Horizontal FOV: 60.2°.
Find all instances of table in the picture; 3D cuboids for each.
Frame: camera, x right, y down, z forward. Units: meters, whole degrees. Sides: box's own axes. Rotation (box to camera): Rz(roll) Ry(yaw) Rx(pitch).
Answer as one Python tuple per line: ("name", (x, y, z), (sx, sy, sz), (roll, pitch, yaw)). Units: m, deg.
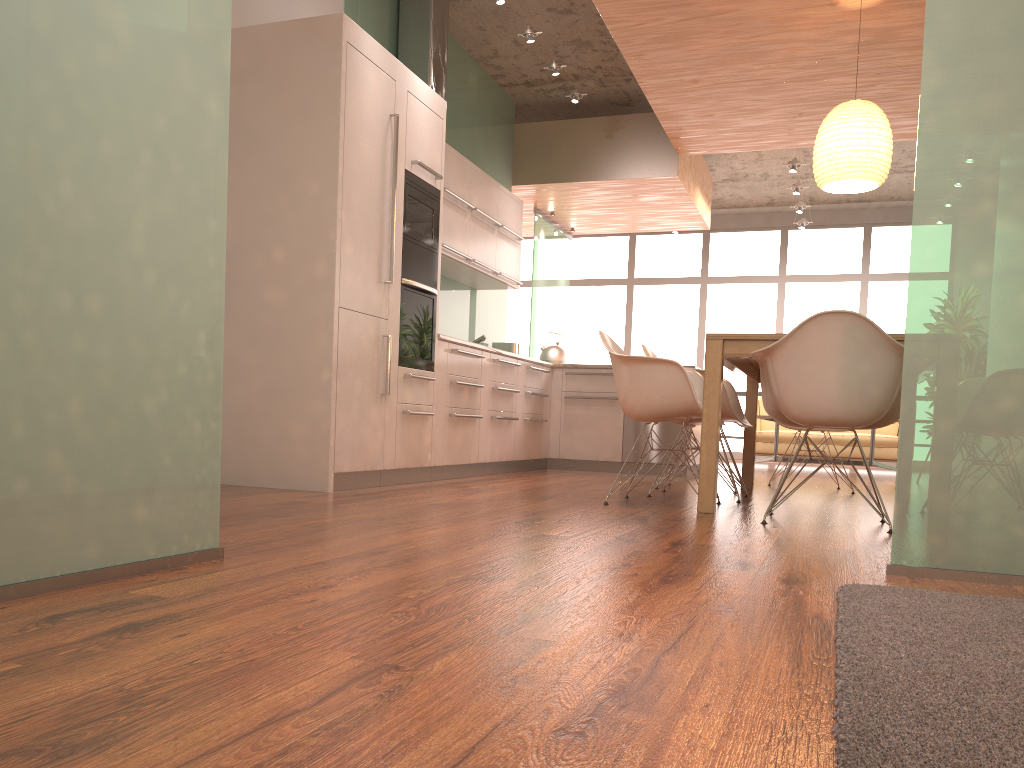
("table", (1.692, 0.249, 4.778), (1.027, 0.812, 2.068), (2, -2, 20))
("table", (3.202, 0.634, 9.047), (1.872, 0.562, 0.938), (2, -1, 20))

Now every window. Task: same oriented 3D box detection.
("window", (1.634, -0.659, 12.446), (8.568, 3.294, 0.062), (2, 2, 20))

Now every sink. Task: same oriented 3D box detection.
("sink", (-0.148, -0.214, 7.280), (0.617, 0.384, 0.641), (2, -1, 20))

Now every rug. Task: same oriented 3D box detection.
("rug", (1.038, 0.447, 0.932), (1.280, 0.009, 2.067), (1, -3, 20))

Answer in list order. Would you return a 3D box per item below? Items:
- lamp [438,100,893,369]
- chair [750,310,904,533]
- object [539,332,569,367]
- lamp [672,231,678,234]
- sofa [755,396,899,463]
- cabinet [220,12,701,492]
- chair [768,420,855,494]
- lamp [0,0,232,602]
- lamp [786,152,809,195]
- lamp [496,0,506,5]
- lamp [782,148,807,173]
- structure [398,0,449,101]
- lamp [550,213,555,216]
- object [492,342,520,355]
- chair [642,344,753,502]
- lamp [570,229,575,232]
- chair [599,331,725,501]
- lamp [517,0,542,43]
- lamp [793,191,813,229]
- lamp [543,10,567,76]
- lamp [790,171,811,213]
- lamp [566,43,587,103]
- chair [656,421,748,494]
("lamp", (0.938, -0.836, 6.445), (3.219, 1.352, 3.061), (2, -2, 20))
("chair", (1.347, 0.162, 3.734), (0.684, 0.864, 0.641), (3, 1, 15))
("object", (0.372, -0.307, 7.831), (0.262, 0.306, 0.261), (3, 1, 37))
("lamp", (2.129, -2.186, 11.381), (0.199, 0.485, 0.133), (2, 3, -12))
("sofa", (3.656, 0.569, 10.235), (1.803, 0.841, 0.876), (2, 0, 20))
("cabinet", (0.106, -0.488, 6.132), (1.916, 2.282, 4.235), (3, -1, 20))
("chair", (2.111, 0.308, 6.195), (0.684, 0.864, 0.641), (2, 1, 5))
("lamp", (1.250, -1.091, 4.231), (0.445, 3.410, 8.200), (5, 0, 39))
("lamp", (3.021, -2.246, 9.307), (0.199, 0.485, 0.133), (2, 3, -12))
("lamp", (-0.068, -2.563, 5.383), (0.153, 0.472, 0.102), (2, 3, -12))
("lamp", (2.740, -2.293, 8.539), (0.199, 0.485, 0.133), (2, 3, -12))
("structure", (-0.621, -2.222, 6.135), (0.255, 1.138, 0.261), (3, 3, 20))
("lamp", (0.440, -2.010, 9.316), (0.103, 0.472, 0.152), (2, 2, -7))
("object", (-0.049, -0.267, 7.997), (0.237, 0.203, 0.153), (2, 1, 20))
("chair", (1.045, 0.211, 5.043), (0.643, 0.864, 0.682), (3, 1, 15))
("lamp", (0.702, -1.966, 10.029), (0.103, 0.472, 0.152), (2, 2, -7))
("chair", (0.739, 0.163, 4.420), (0.643, 0.852, 0.682), (3, 1, 15))
("lamp", (0.127, -2.531, 5.915), (0.153, 0.472, 0.102), (2, 3, -12))
("lamp", (3.584, -2.152, 10.842), (0.199, 0.485, 0.133), (2, 3, -12))
("lamp", (0.322, -2.498, 6.447), (0.153, 0.472, 0.102), (2, 3, -12))
("lamp", (3.303, -2.199, 10.074), (0.199, 0.485, 0.133), (2, 3, -12))
("lamp", (0.517, -2.465, 6.980), (0.153, 0.472, 0.102), (2, 3, -12))
("chair", (1.202, 0.249, 5.737), (0.643, 0.864, 0.682), (3, 1, 15))
